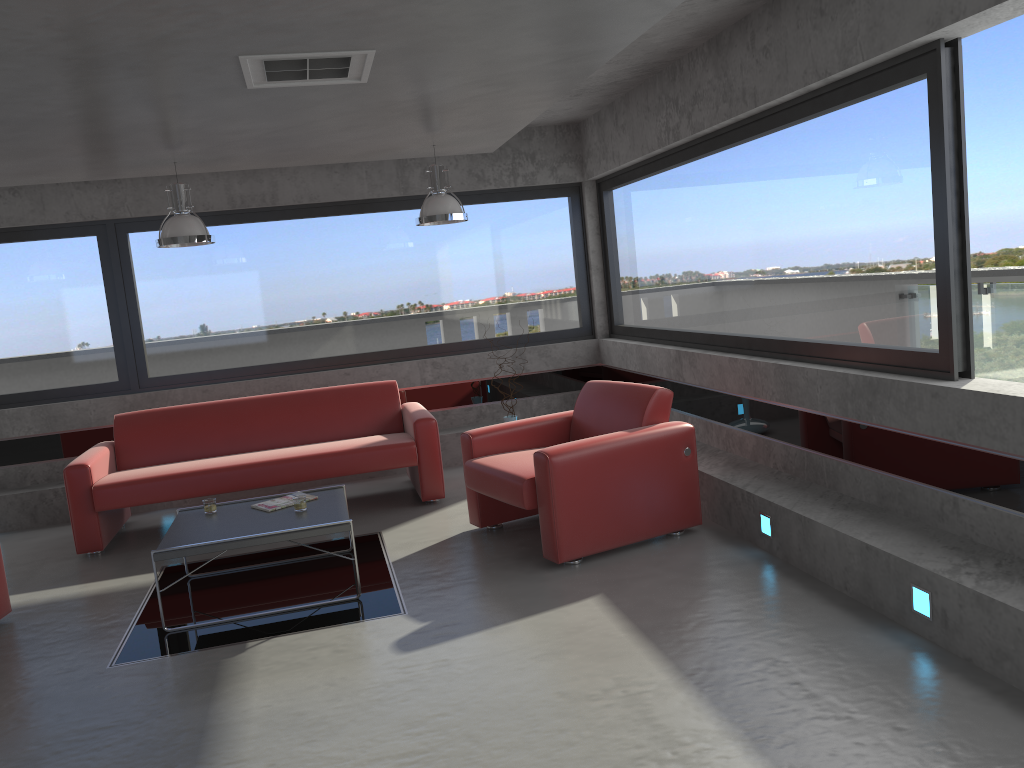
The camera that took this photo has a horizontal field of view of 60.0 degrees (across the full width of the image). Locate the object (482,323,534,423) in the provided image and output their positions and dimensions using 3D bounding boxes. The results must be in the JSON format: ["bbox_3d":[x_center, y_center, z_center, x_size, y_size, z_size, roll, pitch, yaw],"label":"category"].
[{"bbox_3d":[0.005,0.081,7.634,0.466,1.289,0.531,-6,7,0],"label":"object"}]

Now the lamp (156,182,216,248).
[{"bbox_3d":[-2.280,-1.173,6.130,0.388,0.422,0.389,-7,7,-12],"label":"lamp"}]

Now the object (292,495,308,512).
[{"bbox_3d":[-1.225,0.691,5.124,0.079,0.077,0.079,-6,7,-4],"label":"object"}]

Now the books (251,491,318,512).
[{"bbox_3d":[-1.372,0.708,5.350,0.326,0.022,0.228,-12,9,-42],"label":"books"}]

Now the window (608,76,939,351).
[{"bbox_3d":[1.459,-0.991,6.221,0.003,1.364,4.583,-7,7,-12],"label":"window"}]

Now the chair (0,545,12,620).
[{"bbox_3d":[-3.321,0.987,4.403,1.130,0.854,1.196,-6,7,-2],"label":"chair"}]

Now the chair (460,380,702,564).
[{"bbox_3d":[0.355,0.475,5.564,1.130,0.854,1.196,-9,8,-27],"label":"chair"}]

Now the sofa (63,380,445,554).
[{"bbox_3d":[-1.906,0.556,6.816,2.626,0.854,1.120,-7,7,-12],"label":"sofa"}]

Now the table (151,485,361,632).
[{"bbox_3d":[-1.430,0.962,5.105,1.018,0.436,0.994,-7,7,-12],"label":"table"}]

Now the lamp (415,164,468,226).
[{"bbox_3d":[-0.536,-1.396,6.512,0.389,0.422,0.388,-9,7,-23],"label":"lamp"}]

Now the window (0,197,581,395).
[{"bbox_3d":[-3.136,-0.705,7.742,7.800,1.364,0.003,-7,7,-12],"label":"window"}]

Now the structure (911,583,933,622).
[{"bbox_3d":[1.672,0.890,3.622,0.004,0.123,0.123,-7,7,-12],"label":"structure"}]

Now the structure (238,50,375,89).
[{"bbox_3d":[-0.927,-1.523,3.967,0.563,0.240,0.563,-7,7,-12],"label":"structure"}]

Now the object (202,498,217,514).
[{"bbox_3d":[-1.805,0.729,5.301,0.079,0.077,0.079,-10,8,-29],"label":"object"}]

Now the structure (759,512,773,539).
[{"bbox_3d":[1.388,0.773,4.849,0.004,0.123,0.123,-7,7,-12],"label":"structure"}]
